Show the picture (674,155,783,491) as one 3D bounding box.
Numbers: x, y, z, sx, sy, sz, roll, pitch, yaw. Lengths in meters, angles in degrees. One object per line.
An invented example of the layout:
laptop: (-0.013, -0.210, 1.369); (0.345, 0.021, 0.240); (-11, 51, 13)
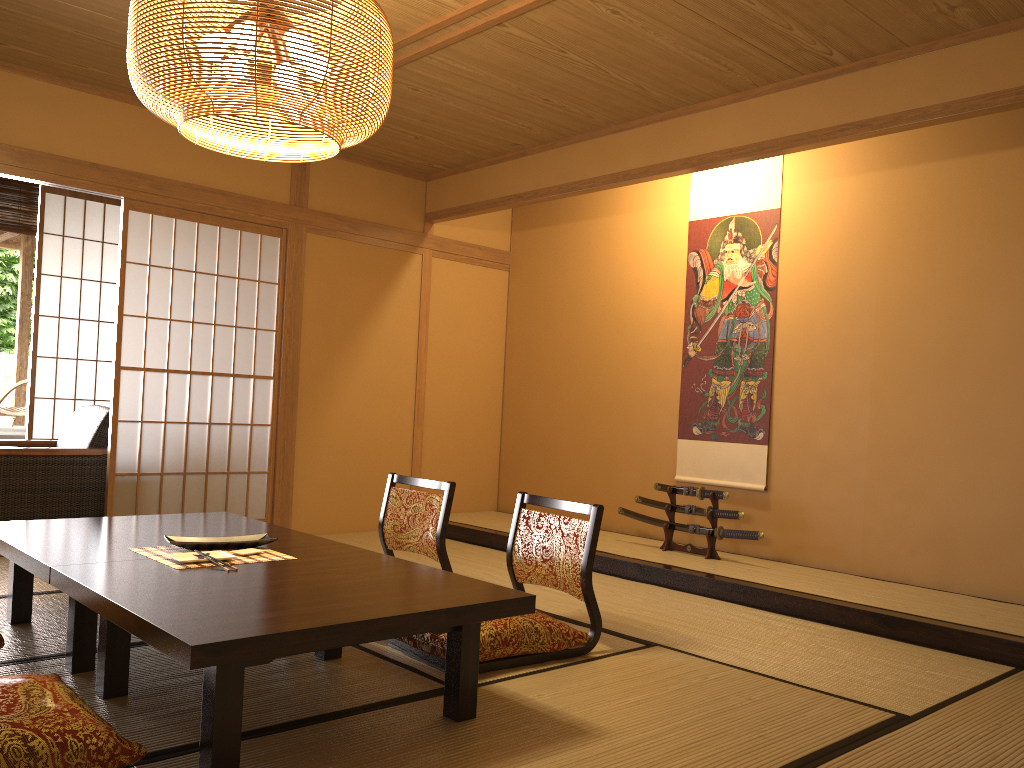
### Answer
picture: (1.295, -0.392, 5.342); (0.034, 2.012, 0.648); (3, -1, -42)

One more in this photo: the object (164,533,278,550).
object: (-0.985, 0.536, 3.002); (0.349, 0.039, 0.129); (4, -2, -29)

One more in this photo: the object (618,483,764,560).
object: (1.012, 0.784, 5.145); (0.104, 0.398, 1.020); (3, -1, -43)

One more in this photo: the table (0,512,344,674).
table: (-1.316, 0.727, 3.265); (0.995, 0.356, 0.994); (4, -2, -43)

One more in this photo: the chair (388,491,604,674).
chair: (-0.079, 0.694, 3.253); (0.687, 0.546, 0.582); (4, -1, -38)

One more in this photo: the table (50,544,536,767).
table: (-0.642, 0.740, 2.534); (0.995, 0.356, 0.994); (4, -2, -43)

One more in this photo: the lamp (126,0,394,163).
lamp: (-0.768, -1.175, 2.791); (0.799, 0.825, 0.798); (3, -1, -19)

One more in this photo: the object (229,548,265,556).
object: (-0.869, 0.555, 2.916); (0.067, 0.013, 0.099); (2, -2, 31)

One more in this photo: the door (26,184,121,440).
door: (-2.948, -0.426, 6.468); (0.993, 1.873, 0.040); (4, -1, -43)

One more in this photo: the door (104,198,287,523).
door: (-1.841, -0.035, 5.239); (0.993, 1.933, 0.040); (4, -1, -43)

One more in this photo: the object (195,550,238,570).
object: (-0.909, 0.539, 2.717); (0.229, 0.030, 0.006); (2, -1, 39)

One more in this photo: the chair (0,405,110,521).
chair: (-2.847, 0.503, 5.353); (0.944, 0.779, 0.872); (4, -2, -43)

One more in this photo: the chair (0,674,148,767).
chair: (-1.250, 0.598, 1.937); (0.699, 0.546, 0.582); (4, -2, -44)

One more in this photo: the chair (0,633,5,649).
chair: (-1.990, 0.583, 2.733); (0.687, 0.546, 0.582); (4, -1, -38)

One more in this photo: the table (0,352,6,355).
table: (-5.754, 0.011, 9.365); (0.670, 0.731, 0.669); (4, -1, -40)

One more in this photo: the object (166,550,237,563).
object: (-0.971, 0.543, 2.773); (0.180, 0.014, 0.130); (4, -2, -41)

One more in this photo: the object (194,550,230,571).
object: (-0.918, 0.538, 2.703); (0.229, 0.030, 0.006); (1, -2, 45)

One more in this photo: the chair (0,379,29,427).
chair: (-4.186, -0.016, 7.724); (1.225, 0.851, 0.678); (2, -1, 22)

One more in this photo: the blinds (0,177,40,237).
blinds: (-4.006, -1.378, 5.541); (1.933, 0.594, 0.048); (4, -1, -43)

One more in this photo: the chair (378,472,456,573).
chair: (-0.659, 0.683, 3.878); (0.699, 0.546, 0.582); (4, -2, -44)

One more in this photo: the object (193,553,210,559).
object: (-0.966, 0.537, 2.758); (0.015, 0.018, 0.050); (2, -2, 44)

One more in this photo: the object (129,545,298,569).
object: (-0.977, 0.554, 2.896); (0.401, 0.003, 0.398); (4, -2, -43)
